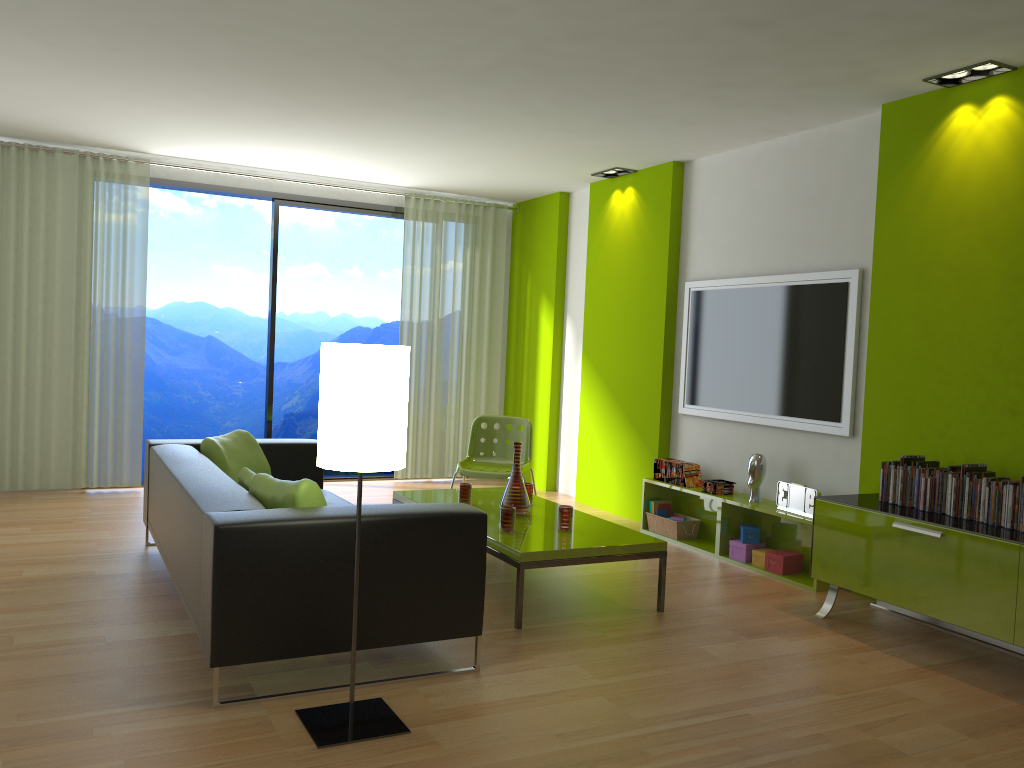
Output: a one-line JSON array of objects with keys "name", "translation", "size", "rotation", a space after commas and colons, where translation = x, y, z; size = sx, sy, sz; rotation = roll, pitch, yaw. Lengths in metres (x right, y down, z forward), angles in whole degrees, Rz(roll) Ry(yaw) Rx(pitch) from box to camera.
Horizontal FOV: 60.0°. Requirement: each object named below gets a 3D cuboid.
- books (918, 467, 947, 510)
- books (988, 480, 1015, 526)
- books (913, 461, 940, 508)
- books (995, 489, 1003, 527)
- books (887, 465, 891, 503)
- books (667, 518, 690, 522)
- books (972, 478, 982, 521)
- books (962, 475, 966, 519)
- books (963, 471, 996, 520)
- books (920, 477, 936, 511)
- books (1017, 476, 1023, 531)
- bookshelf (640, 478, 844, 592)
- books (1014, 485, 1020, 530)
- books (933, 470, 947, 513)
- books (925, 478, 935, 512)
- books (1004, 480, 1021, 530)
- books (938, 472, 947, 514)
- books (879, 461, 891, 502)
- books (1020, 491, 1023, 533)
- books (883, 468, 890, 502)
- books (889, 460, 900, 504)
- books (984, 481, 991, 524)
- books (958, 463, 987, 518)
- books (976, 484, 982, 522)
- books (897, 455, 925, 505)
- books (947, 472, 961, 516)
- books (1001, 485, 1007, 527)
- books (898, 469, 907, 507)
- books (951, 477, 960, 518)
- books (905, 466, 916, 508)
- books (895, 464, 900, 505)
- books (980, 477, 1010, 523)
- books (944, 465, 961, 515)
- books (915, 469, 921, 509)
[{"name": "books", "translation": [1.986, 0.497, 4.191], "size": [0.163, 0.201, 0.025], "rotation": [1, 3, -27]}, {"name": "books", "translation": [2.142, 0.521, 3.866], "size": [0.161, 0.196, 0.030], "rotation": [1, 3, -27]}, {"name": "books", "translation": [1.976, 0.482, 4.233], "size": [0.144, 0.227, 0.025], "rotation": [1, 3, -27]}, {"name": "books", "translation": [2.153, 0.538, 3.844], "size": [0.161, 0.166, 0.020], "rotation": [1, 3, -27]}, {"name": "books", "translation": [1.907, 0.492, 4.357], "size": [0.151, 0.191, 0.025], "rotation": [1, 3, -27]}, {"name": "books", "translation": [1.142, 0.941, 6.047], "size": [0.143, 0.025, 0.182], "rotation": [1, 3, -27]}, {"name": "books", "translation": [2.115, 0.517, 3.958], "size": [0.151, 0.193, 0.025], "rotation": [1, 3, -27]}, {"name": "books", "translation": [2.088, 0.509, 4.000], "size": [0.161, 0.204, 0.014], "rotation": [1, 3, -27]}, {"name": "books", "translation": [2.094, 0.503, 3.977], "size": [0.172, 0.217, 0.031], "rotation": [1, 3, -27]}, {"name": "books", "translation": [1.987, 0.518, 4.165], "size": [0.185, 0.162, 0.025], "rotation": [1, 3, -27]}, {"name": "books", "translation": [2.201, 0.507, 3.753], "size": [0.161, 0.239, 0.020], "rotation": [1, 3, -27]}, {"name": "bookshelf", "translation": [1.423, 0.901, 5.602], "size": [0.306, 0.378, 1.630], "rotation": [1, 3, -27]}, {"name": "books", "translation": [2.192, 0.527, 3.770], "size": [0.159, 0.196, 0.016], "rotation": [1, 3, -27]}, {"name": "books", "translation": [2.024, 0.501, 4.122], "size": [0.163, 0.204, 0.025], "rotation": [1, 3, -27]}, {"name": "books", "translation": [2.002, 0.519, 4.140], "size": [0.185, 0.164, 0.025], "rotation": [1, 3, -27]}, {"name": "books", "translation": [2.176, 0.519, 3.790], "size": [0.170, 0.209, 0.036], "rotation": [1, 3, -27]}, {"name": "books", "translation": [2.034, 0.505, 4.103], "size": [0.163, 0.198, 0.018], "rotation": [1, 3, -27]}, {"name": "books", "translation": [1.883, 0.485, 4.391], "size": [0.163, 0.201, 0.025], "rotation": [1, 3, -27]}, {"name": "books", "translation": [2.203, 0.539, 3.728], "size": [0.178, 0.177, 0.030], "rotation": [1, 3, -27]}, {"name": "books", "translation": [1.892, 0.501, 4.373], "size": [0.163, 0.171, 0.017], "rotation": [1, 3, -27]}, {"name": "books", "translation": [1.911, 0.482, 4.327], "size": [0.172, 0.215, 0.030], "rotation": [1, 3, -27]}, {"name": "books", "translation": [2.130, 0.522, 3.889], "size": [0.161, 0.191, 0.021], "rotation": [1, 3, -27]}, {"name": "books", "translation": [2.081, 0.486, 4.012], "size": [0.163, 0.248, 0.017], "rotation": [1, 3, -27]}, {"name": "books", "translation": [2.119, 0.529, 3.936], "size": [0.163, 0.173, 0.017], "rotation": [1, 3, -27]}, {"name": "books", "translation": [1.933, 0.469, 4.296], "size": [0.163, 0.246, 0.017], "rotation": [1, 3, -27]}, {"name": "books", "translation": [2.057, 0.505, 4.058], "size": [0.163, 0.204, 0.033], "rotation": [1, 3, -27]}, {"name": "books", "translation": [2.169, 0.529, 3.825], "size": [0.150, 0.186, 0.030], "rotation": [1, 3, -27]}, {"name": "books", "translation": [1.933, 0.501, 4.275], "size": [0.180, 0.183, 0.025], "rotation": [1, 3, -27]}, {"name": "books", "translation": [2.063, 0.516, 4.028], "size": [0.180, 0.185, 0.025], "rotation": [1, 3, -27]}, {"name": "books", "translation": [1.954, 0.493, 4.254], "size": [0.163, 0.201, 0.032], "rotation": [1, 3, -27]}, {"name": "books", "translation": [1.926, 0.490, 4.311], "size": [0.161, 0.201, 0.013], "rotation": [1, 3, -27]}, {"name": "books", "translation": [2.130, 0.514, 3.917], "size": [0.163, 0.204, 0.025], "rotation": [1, 3, -27]}, {"name": "books", "translation": [2.053, 0.491, 4.087], "size": [0.144, 0.229, 0.025], "rotation": [1, 3, -27]}, {"name": "books", "translation": [1.977, 0.499, 4.210], "size": [0.163, 0.196, 0.018], "rotation": [1, 3, -27]}]
